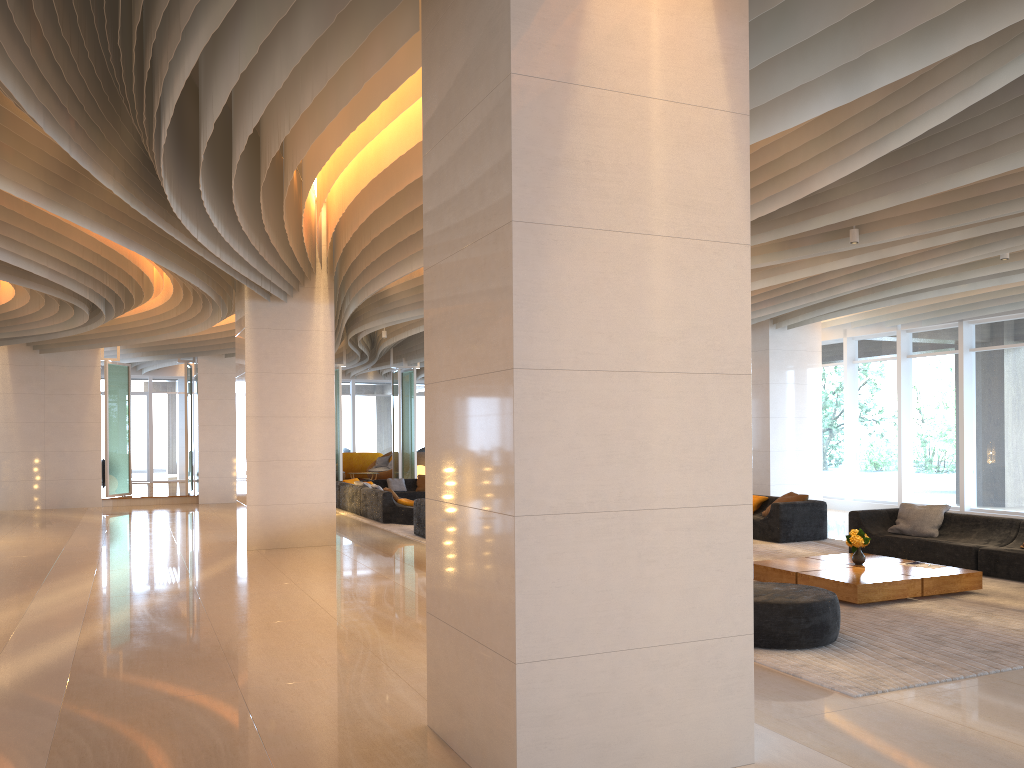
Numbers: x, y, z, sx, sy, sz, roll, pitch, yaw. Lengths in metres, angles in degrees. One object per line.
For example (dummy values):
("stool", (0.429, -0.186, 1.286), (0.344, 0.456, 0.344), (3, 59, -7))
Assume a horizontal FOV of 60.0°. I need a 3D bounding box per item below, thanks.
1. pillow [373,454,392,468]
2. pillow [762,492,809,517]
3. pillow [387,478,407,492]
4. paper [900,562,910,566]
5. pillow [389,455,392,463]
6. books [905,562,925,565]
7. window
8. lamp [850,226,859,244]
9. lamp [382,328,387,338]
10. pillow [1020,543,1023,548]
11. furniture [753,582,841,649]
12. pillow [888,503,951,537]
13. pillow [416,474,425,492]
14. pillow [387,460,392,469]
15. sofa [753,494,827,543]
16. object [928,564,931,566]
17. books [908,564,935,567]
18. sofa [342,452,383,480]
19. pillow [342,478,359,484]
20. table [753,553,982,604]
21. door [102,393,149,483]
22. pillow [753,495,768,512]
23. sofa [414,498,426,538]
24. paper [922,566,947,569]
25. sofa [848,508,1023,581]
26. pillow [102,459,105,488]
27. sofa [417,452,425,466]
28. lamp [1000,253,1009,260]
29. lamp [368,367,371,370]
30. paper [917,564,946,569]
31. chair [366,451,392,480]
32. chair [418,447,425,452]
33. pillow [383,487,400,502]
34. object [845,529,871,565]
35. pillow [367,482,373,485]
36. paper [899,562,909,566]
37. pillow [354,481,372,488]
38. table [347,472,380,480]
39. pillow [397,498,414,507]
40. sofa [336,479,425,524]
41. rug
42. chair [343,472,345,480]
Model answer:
("pillow", (-3.930, 2.353, 27.036), (0.612, 0.454, 0.479), (-2, -2, 27))
("pillow", (4.112, 1.830, 13.370), (0.548, 0.377, 0.638), (0, -2, -2))
("pillow", (-2.631, 2.305, 20.214), (0.412, 0.312, 0.318), (0, -2, -22))
("paper", (4.121, 1.851, 9.113), (0.260, 0.001, 0.183), (2, -4, -32))
("pillow", (-3.538, 2.327, 26.944), (0.596, 0.422, 0.378), (-3, -2, 44))
("books", (4.135, 1.841, 9.099), (0.184, 0.011, 0.110), (2, -4, -33))
("window", (4.521, 0.707, 17.449), (53.647, 3.218, 22.508), (-2, -4, 31))
("lamp", (3.452, -2.175, 8.958), (0.088, 1.505, 0.090), (0, 0, 21))
("lamp", (-2.496, -1.649, 17.297), (0.088, 1.505, 0.090), (0, 0, 21))
("pillow", (5.767, 1.620, 9.458), (0.375, 0.374, 0.569), (0, -2, -25))
("furniture", (2.031, 1.780, 6.880), (0.991, 0.364, 0.976), (0, -3, -15))
("pillow", (5.088, 1.692, 11.103), (0.628, 0.377, 0.557), (-3, -3, 44))
("pillow", (-1.895, 2.291, 20.568), (0.639, 0.377, 0.547), (0, -2, -2))
("pillow", (-3.488, 2.349, 26.527), (0.469, 0.408, 0.498), (0, -2, -22))
("sofa", (3.260, 2.098, 14.572), (1.370, 0.582, 4.092), (1, -3, -25))
("object", (4.198, 1.835, 8.986), (0.184, 0.014, 0.104), (3, -4, -43))
("books", (4.163, 1.841, 9.024), (0.184, 0.011, 0.208), (3, -4, -43))
("sofa", (-5.193, 2.570, 27.611), (2.603, 0.900, 1.093), (2, -3, -34))
("pillow", (-3.528, 2.265, 19.796), (0.336, 0.316, 0.416), (-2, -2, 38))
("table", (3.511, 1.960, 8.985), (1.621, 0.220, 1.582), (1, -4, -24))
("door", (-12.020, 1.671, 27.407), (1.478, 2.770, 0.059), (0, 0, -25))
("pillow", (3.704, 1.954, 14.109), (0.456, 0.394, 0.629), (0, -2, -24))
("sofa", (-0.430, 2.017, 12.617), (0.954, 0.582, 3.732), (1, -3, -23))
("paper", (4.229, 1.841, 8.942), (0.264, 0.001, 0.187), (2, -4, -37))
("sofa", (5.509, 1.801, 9.701), (1.351, 0.582, 4.147), (0, -3, -16))
("pillow", (-10.643, 2.226, 21.702), (1.539, 1.005, 1.121), (1, -2, -26))
("sofa", (-2.316, 2.529, 27.301), (2.528, 0.900, 1.126), (-2, -2, 26))
("lamp", (5.482, -2.139, 9.877), (0.088, 1.505, 0.090), (0, 0, 21))
("lamp", (-4.114, -1.161, 25.617), (0.090, 1.505, 0.088), (0, 0, -15))
("paper", (4.229, 1.840, 8.942), (0.261, 0.001, 0.183), (2, -4, -37))
("chair", (-3.732, 2.459, 26.780), (1.155, 1.005, 1.494), (1, -3, -36))
("chair", (-2.429, 2.593, 29.321), (1.544, 1.005, 1.117), (2, -3, -41))
("pillow", (-2.188, 2.071, 16.392), (0.332, 0.311, 0.419), (0, -2, -22))
("object", (3.555, 1.669, 9.128), (0.269, 0.377, 0.233), (0, -1, -22))
("pillow", (-2.968, 2.177, 18.362), (0.416, 0.335, 0.330), (-2, -2, 32))
("paper", (4.116, 1.851, 9.115), (0.267, 0.001, 0.194), (2, -4, -33))
("pillow", (-2.877, 2.165, 18.038), (0.554, 0.376, 0.643), (1, -3, -28))
("table", (-4.346, 2.758, 25.919), (0.832, 0.318, 1.062), (2, -4, -42))
("pillow", (-1.847, 2.161, 16.209), (0.408, 0.136, 0.419), (-1, -3, 10))
("sofa", (-1.788, 2.313, 18.223), (2.861, 0.653, 5.028), (1, -3, -23))
("rug", (1.429, 2.367, 13.828), (5.584, 0.022, 16.028), (1, -4, -23))
("chair", (-5.367, 2.393, 25.400), (1.147, 1.005, 1.505), (0, -2, -16))
